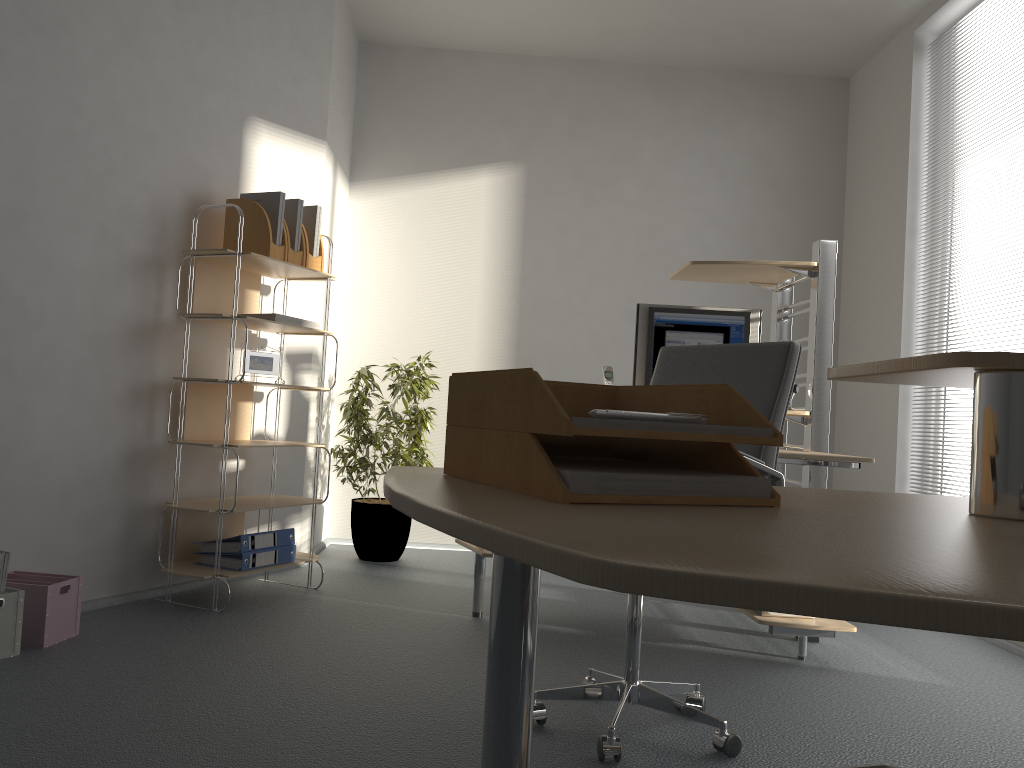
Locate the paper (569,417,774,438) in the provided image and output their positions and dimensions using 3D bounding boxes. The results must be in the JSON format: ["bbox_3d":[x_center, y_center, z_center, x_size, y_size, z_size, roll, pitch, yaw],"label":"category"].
[{"bbox_3d":[0.089,0.040,0.922,0.210,0.010,0.297,4,-2,-23],"label":"paper"}]

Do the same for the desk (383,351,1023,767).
[{"bbox_3d":[0.601,0.081,0.695,1.469,1.566,0.967,3,-2,-2],"label":"desk"}]

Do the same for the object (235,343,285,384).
[{"bbox_3d":[-1.049,-0.083,3.708,0.077,0.161,0.192,1,-3,44],"label":"object"}]

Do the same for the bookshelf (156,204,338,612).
[{"bbox_3d":[-1.076,0.097,3.719,0.381,1.572,0.724,2,-2,25],"label":"bookshelf"}]

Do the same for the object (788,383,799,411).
[{"bbox_3d":[1.070,0.036,3.561,0.154,0.135,0.093,2,-3,35],"label":"object"}]

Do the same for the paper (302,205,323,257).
[{"bbox_3d":[-0.944,-0.636,3.929,0.213,0.297,0.045,2,-2,29],"label":"paper"}]

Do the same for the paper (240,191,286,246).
[{"bbox_3d":[-1.054,-0.650,3.706,0.213,0.297,0.045,2,-2,23],"label":"paper"}]

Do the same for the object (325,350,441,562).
[{"bbox_3d":[-0.653,0.378,4.775,0.544,1.147,0.644,2,-2,27],"label":"object"}]

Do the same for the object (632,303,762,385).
[{"bbox_3d":[0.787,-0.113,3.776,0.516,0.418,0.245,3,-2,13],"label":"object"}]

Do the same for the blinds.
[{"bbox_3d":[2.128,-0.419,3.578,0.037,2.749,1.950,3,-2,-2],"label":"blinds"}]

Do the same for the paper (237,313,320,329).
[{"bbox_3d":[-1.002,-0.263,3.813,0.213,0.046,0.297,2,-2,25],"label":"paper"}]

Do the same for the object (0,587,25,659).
[{"bbox_3d":[-1.628,0.716,2.646,0.245,0.202,0.185,2,-2,25],"label":"object"}]

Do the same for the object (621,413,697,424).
[{"bbox_3d":[0.134,0.031,0.857,0.008,0.009,0.159,1,-3,43],"label":"object"}]

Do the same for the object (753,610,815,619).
[{"bbox_3d":[0.999,0.638,3.411,0.199,0.422,0.471,3,-2,-2],"label":"object"}]

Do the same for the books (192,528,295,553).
[{"bbox_3d":[-1.110,0.649,3.685,0.263,0.100,0.320,2,-2,26],"label":"books"}]

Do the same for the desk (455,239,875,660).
[{"bbox_3d":[0.496,0.178,3.486,1.469,1.566,0.967,3,-2,-2],"label":"desk"}]

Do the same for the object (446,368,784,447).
[{"bbox_3d":[0.090,0.023,0.923,0.225,0.060,0.309,4,-2,-23],"label":"object"}]

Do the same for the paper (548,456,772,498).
[{"bbox_3d":[0.086,0.091,0.920,0.210,0.019,0.297,4,-2,-23],"label":"paper"}]

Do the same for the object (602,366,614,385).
[{"bbox_3d":[0.411,-0.002,3.735,0.150,0.151,0.119,4,-2,-16],"label":"object"}]

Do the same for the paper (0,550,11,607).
[{"bbox_3d":[-1.618,0.647,2.662,0.220,0.306,0.068,2,-2,25],"label":"paper"}]

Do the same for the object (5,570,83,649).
[{"bbox_3d":[-1.560,0.728,2.863,0.245,0.202,0.185,3,-2,7],"label":"object"}]

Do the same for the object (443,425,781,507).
[{"bbox_3d":[0.087,0.079,0.921,0.225,0.060,0.309,4,-2,-23],"label":"object"}]

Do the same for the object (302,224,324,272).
[{"bbox_3d":[-0.954,-0.617,3.909,0.243,0.259,0.113,2,-2,29],"label":"object"}]

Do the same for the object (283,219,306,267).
[{"bbox_3d":[-1.012,-0.625,3.799,0.243,0.259,0.113,2,-2,26],"label":"object"}]

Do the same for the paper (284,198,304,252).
[{"bbox_3d":[-1.003,-0.643,3.819,0.213,0.297,0.045,2,-2,26],"label":"paper"}]

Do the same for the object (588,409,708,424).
[{"bbox_3d":[0.129,0.030,0.828,0.159,0.009,0.008,5,-3,-38],"label":"object"}]

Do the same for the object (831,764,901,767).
[{"bbox_3d":[0.266,0.485,0.812,0.438,0.162,0.351,4,-2,-18],"label":"object"}]

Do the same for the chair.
[{"bbox_3d":[0.349,0.387,2.367,0.652,1.048,0.584,5,-3,-36],"label":"chair"}]

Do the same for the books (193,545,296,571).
[{"bbox_3d":[-1.104,0.705,3.678,0.262,0.072,0.320,2,-2,26],"label":"books"}]

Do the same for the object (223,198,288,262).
[{"bbox_3d":[-1.062,-0.632,3.686,0.243,0.259,0.113,2,-2,23],"label":"object"}]
